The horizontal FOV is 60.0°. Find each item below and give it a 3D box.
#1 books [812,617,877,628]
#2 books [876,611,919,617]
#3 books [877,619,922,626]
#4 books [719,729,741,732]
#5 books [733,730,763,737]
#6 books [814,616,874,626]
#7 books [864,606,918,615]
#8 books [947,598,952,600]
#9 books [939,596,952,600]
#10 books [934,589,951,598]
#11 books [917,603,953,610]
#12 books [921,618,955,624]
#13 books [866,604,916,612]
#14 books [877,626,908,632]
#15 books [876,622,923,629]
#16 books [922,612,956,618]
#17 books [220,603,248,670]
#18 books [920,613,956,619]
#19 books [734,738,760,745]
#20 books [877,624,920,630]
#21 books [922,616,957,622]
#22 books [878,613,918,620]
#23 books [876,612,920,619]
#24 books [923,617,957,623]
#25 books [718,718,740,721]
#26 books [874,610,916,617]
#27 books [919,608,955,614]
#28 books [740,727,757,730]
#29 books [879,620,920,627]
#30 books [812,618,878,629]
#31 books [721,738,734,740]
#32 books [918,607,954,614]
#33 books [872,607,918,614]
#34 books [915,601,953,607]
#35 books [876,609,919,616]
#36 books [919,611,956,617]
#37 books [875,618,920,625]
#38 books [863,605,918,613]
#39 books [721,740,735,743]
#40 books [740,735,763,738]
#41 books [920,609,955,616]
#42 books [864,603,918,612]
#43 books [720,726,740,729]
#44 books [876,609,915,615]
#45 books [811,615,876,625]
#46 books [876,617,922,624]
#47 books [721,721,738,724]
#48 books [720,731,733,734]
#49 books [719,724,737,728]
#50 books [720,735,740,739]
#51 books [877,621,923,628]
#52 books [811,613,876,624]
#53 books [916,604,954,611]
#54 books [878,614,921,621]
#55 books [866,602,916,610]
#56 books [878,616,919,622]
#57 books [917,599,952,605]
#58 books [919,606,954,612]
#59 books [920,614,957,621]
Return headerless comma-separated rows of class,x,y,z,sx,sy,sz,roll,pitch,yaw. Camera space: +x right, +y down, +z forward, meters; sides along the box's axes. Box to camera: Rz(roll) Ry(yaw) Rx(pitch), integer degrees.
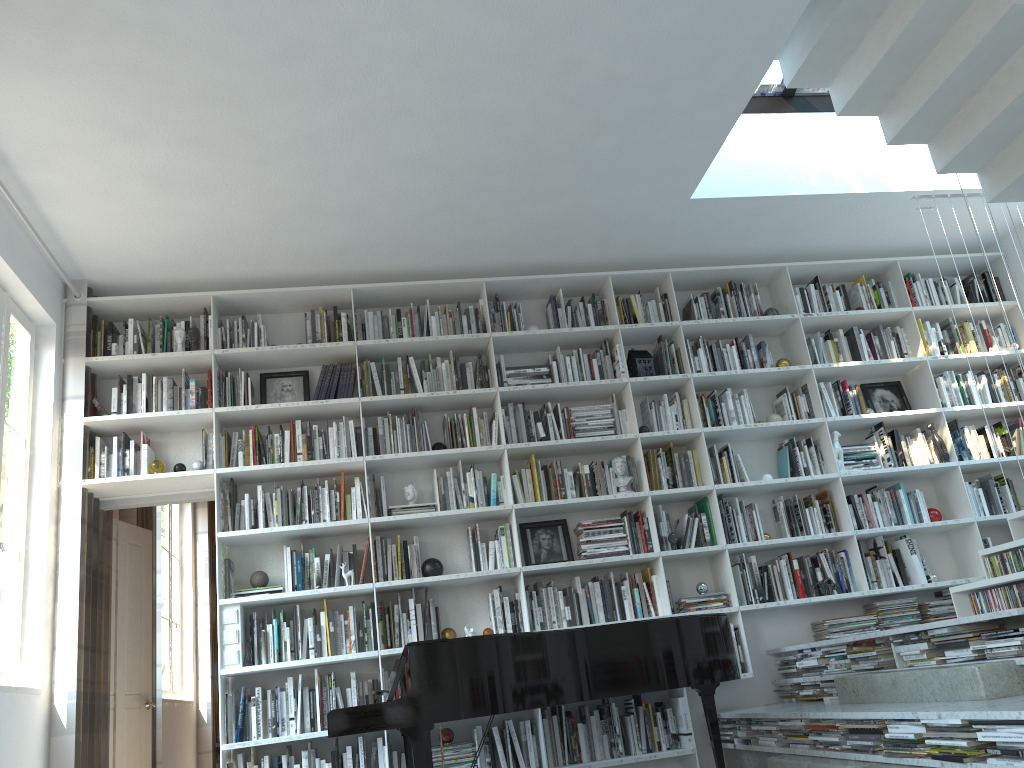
books,2.052,1.476,5.487,0.345,0.007,0.194,-5,-20,-8
books,2.377,1.449,5.551,0.285,0.007,0.160,-4,-20,-10
books,2.384,1.492,5.531,0.285,0.007,0.160,-5,-20,-8
books,1.279,1.965,5.056,0.187,0.009,0.212,-4,-20,-11
books,1.315,1.873,4.779,0.191,0.028,0.213,-5,-19,-6
books,2.051,1.469,5.489,0.308,0.008,0.196,-5,-20,-8
books,2.371,1.422,5.557,0.285,0.005,0.160,-4,-20,-11
books,2.871,1.354,5.615,0.165,0.015,0.244,-5,-19,-7
books,2.868,1.337,5.620,0.159,0.012,0.286,-3,-20,-14
books,2.849,1.311,5.627,0.204,0.035,0.268,-4,-20,-9
books,2.738,1.403,5.618,0.327,0.008,0.208,-5,-20,-8
books,2.750,1.491,5.594,0.327,0.008,0.208,-4,-20,-10
books,2.373,1.405,5.557,0.254,0.005,0.161,-5,-19,-6
books,2.386,1.526,5.524,0.254,0.007,0.161,-4,-20,-10
books,2.385,1.510,5.520,0.285,0.007,0.160,-3,-20,-14
books,2.745,1.454,5.604,0.367,0.007,0.206,-4,-20,-9
books,-1.536,1.409,4.910,0.106,0.338,0.308,-4,-19,-10
books,2.747,1.460,5.599,0.327,0.008,0.208,-3,-20,-12
books,1.328,1.911,4.767,0.189,0.029,0.238,-4,-20,-10
books,2.385,1.519,5.524,0.254,0.007,0.161,-4,-20,-9
books,2.749,1.473,5.591,0.367,0.007,0.206,-3,-20,-13
books,2.379,1.461,5.544,0.254,0.007,0.161,-4,-20,-9
books,2.378,1.455,5.547,0.285,0.007,0.160,-4,-20,-9
books,2.749,1.482,5.594,0.327,0.008,0.208,-4,-20,-11
books,1.284,1.913,5.076,0.158,0.014,0.235,-3,-20,-12
books,2.373,1.443,5.552,0.254,0.005,0.161,-4,-20,-10
books,2.743,1.431,5.606,0.327,0.008,0.208,-3,-20,-13
books,1.341,1.849,4.792,0.143,0.019,0.231,-4,-20,-9
books,2.386,1.497,5.525,0.254,0.007,0.161,-3,-20,-14
books,2.054,1.480,5.476,0.345,0.007,0.194,-2,-20,-15
books,1.293,2.008,5.043,0.155,0.009,0.234,-2,-20,-15
books,2.741,1.425,5.611,0.327,0.008,0.208,-5,-20,-8
books,2.371,1.427,5.556,0.285,0.005,0.160,-4,-20,-9
books,2.738,1.385,5.615,0.367,0.007,0.206,-2,-20,-15
books,2.373,1.436,5.550,0.285,0.005,0.160,-3,-20,-12
books,2.744,1.447,5.606,0.327,0.008,0.208,-4,-20,-9
books,2.383,1.484,5.529,0.254,0.007,0.161,-3,-20,-14
books,2.370,1.409,5.554,0.285,0.005,0.160,-3,-20,-14
books,1.296,2.019,5.040,0.171,0.015,0.242,-4,-20,-10
books,1.337,1.891,4.776,0.147,0.012,0.207,-2,-20,-15
books,2.744,1.438,5.603,0.367,0.007,0.206,-5,-19,-7
books,2.372,1.400,5.560,0.285,0.005,0.160,-3,-20,-13
books,1.300,1.953,5.064,0.136,0.013,0.259,-3,-20,-12
books,2.372,1.432,5.554,0.254,0.005,0.161,-4,-20,-11
books,2.050,1.462,5.491,0.345,0.007,0.194,-3,-20,-12
books,2.383,1.478,5.531,0.285,0.007,0.160,-3,-20,-14
books,1.300,1.927,5.074,0.133,0.017,0.232,-4,-20,-9
books,1.278,1.975,5.053,0.177,0.012,0.279,-3,-20,-14
books,1.268,1.943,5.063,0.191,0.013,0.244,-3,-20,-14
books,1.283,1.999,5.045,0.179,0.012,0.262,-5,-19,-7
books,2.387,1.503,5.520,0.285,0.007,0.160,-6,-19,-5
books,2.049,1.455,5.494,0.345,0.007,0.194,-5,-20,-8
books,2.741,1.408,5.608,0.327,0.008,0.208,-6,-19,-5
books,2.381,1.464,5.533,0.285,0.007,0.160,-2,-20,-15
books,2.372,1.394,5.558,0.254,0.005,0.161,-2,-20,-15
books,2.381,1.474,5.540,0.254,0.007,0.161,-4,-20,-9
books,2.735,1.382,5.626,0.367,0.007,0.206,-5,-20,-8
books,2.740,1.419,5.616,0.367,0.007,0.206,-4,-20,-11
books,2.748,1.467,5.596,0.327,0.008,0.208,-5,-20,-8
